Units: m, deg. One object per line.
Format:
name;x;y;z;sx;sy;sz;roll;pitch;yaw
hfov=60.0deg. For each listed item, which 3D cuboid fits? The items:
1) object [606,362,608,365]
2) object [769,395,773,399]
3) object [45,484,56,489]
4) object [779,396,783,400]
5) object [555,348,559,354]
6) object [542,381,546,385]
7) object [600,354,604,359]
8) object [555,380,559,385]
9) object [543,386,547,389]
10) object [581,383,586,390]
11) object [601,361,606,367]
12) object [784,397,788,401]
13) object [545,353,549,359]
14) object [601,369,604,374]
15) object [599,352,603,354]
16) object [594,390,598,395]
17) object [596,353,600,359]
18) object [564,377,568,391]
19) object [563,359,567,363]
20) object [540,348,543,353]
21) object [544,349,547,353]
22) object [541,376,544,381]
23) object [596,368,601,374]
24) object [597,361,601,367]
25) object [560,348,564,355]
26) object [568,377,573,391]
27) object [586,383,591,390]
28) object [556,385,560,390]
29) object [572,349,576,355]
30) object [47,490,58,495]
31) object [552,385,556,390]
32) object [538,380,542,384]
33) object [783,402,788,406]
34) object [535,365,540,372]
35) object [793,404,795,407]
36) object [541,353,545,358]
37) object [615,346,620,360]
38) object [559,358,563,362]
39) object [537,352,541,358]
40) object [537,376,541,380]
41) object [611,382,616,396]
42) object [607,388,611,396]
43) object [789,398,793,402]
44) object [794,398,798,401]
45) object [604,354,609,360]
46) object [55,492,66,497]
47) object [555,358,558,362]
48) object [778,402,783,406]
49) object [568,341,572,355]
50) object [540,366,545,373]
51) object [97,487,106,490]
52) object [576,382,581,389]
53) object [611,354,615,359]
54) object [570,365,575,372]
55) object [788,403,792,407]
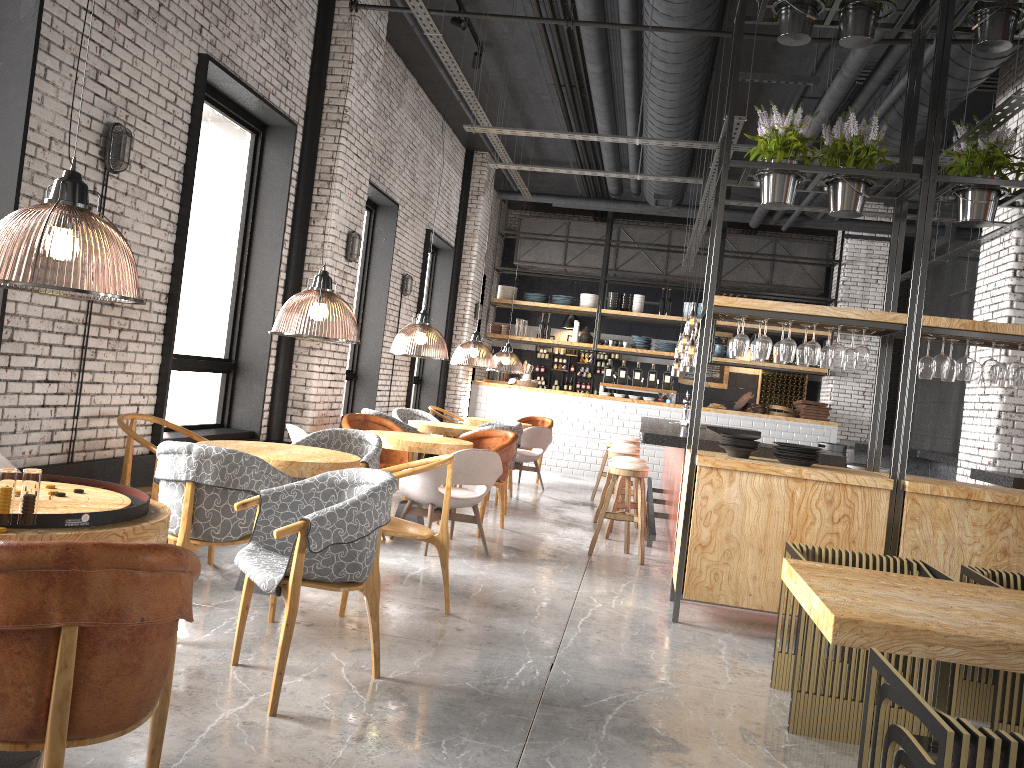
object;1.951;-0.390;18.024;0.076;0.111;0.076;7;-1;-26
object;5.105;0.263;17.434;0.079;0.079;0.280;6;0;9
object;-1.541;0.342;2.958;0.032;0.010;0.032;7;0;-31
object;5.290;0.285;17.405;0.079;0.079;0.280;6;0;9
object;0.923;-0.689;18.188;0.079;0.156;0.079;6;-1;39
object;0.655;-0.025;18.203;0.071;0.083;0.071;6;-1;34
object;1.841;-0.560;18.046;0.076;0.111;0.076;6;-1;29
object;0.914;-0.033;18.170;0.076;0.111;0.076;7;-1;4
object;0.675;0.102;18.225;0.090;0.101;0.111;7;0;-25
object;1.463;0.040;18.104;0.100;0.139;0.088;6;-1;9
object;1.862;-0.400;18.037;0.076;0.111;0.076;7;-1;-16
object;5.385;0.296;17.407;0.079;0.079;0.280;6;0;9
object;0.722;-0.575;18.216;0.076;0.111;0.076;7;-1;4
object;1.858;-0.254;18.054;0.081;0.113;0.071;6;-1;8
object;1.813;-0.675;18.055;0.076;0.111;0.076;7;-1;-16
object;1.705;0.170;18.041;0.076;0.111;0.076;7;-1;-26
object;1.760;-0.570;18.059;0.076;0.111;0.076;6;-1;19
object;1.110;-0.007;18.153;0.079;0.281;0.079;6;-1;17
object;1.088;-0.475;18.155;0.071;0.083;0.071;7;-1;-1
object;0.607;-0.686;18.235;0.071;0.083;0.071;7;-1;-1
object;0.688;-0.677;18.222;0.071;0.083;0.071;6;-1;34
object;0.626;-0.112;18.210;0.070;0.083;0.071;7;-1;-41
object;1.762;-0.265;18.068;0.081;0.113;0.071;6;-1;8
object;1.775;-0.410;18.051;0.076;0.111;0.076;6;-1;34
object;1.030;-0.677;18.172;0.079;0.156;0.079;7;-1;-6
object;1.204;0.004;18.139;0.079;0.281;0.079;7;-1;-23
object;1.565;0.051;18.089;0.100;0.139;0.088;6;-1;9
object;0.942;0.082;18.160;0.076;0.111;0.076;6;-1;14
object;1.284;-0.733;18.155;0.079;0.281;0.079;7;-1;-13
object;-1.476;0.349;2.851;0.032;0.010;0.032;7;0;-31
object;0.862;0.073;18.171;0.076;0.111;0.076;7;-1;-16
object;0.575;-0.034;18.216;0.071;0.083;0.071;7;-1;-1
object;5.371;0.400;17.389;0.079;0.079;0.280;6;0;9
object;0.527;-0.316;18.257;0.100;0.139;0.088;6;-1;9
object;5.559;0.421;17.376;0.079;0.079;0.280;6;0;9
object;0.641;-0.585;18.226;0.076;0.111;0.076;6;-1;29
object;2.154;-0.633;18.021;0.079;0.281;0.079;7;-1;2
object;1.003;-0.484;18.168;0.071;0.083;0.071;7;-1;-1
object;0.560;-0.594;18.239;0.076;0.111;0.076;6;-1;19
object;0.551;-0.121;18.227;0.071;0.083;0.071;6;-1;34
object;2.070;0.104;18.008;0.079;0.281;0.079;6;-1;12
object;1.981;0.093;18.018;0.079;0.281;0.079;6;-1;27
object;5.476;0.306;17.377;0.079;0.079;0.280;6;0;9
object;5.565;0.316;17.340;0.079;0.079;0.280;6;0;9
object;1.922;-0.551;18.035;0.076;0.111;0.076;7;-1;4
object;-1.444;0.353;2.833;0.032;0.010;0.032;7;0;-31
object;0.911;-0.495;18.182;0.071;0.083;0.071;6;-1;34
object;5.277;0.389;17.394;0.079;0.079;0.280;6;0;9
object;1.192;-0.743;18.169;0.079;0.281;0.079;6;-1;12
object;0.634;-0.304;18.240;0.100;0.139;0.088;6;-1;9
object;-1.432;0.366;3.089;0.032;0.010;0.032;7;0;-31
object;1.357;0.027;18.120;0.100;0.139;0.088;6;-1;9
object;2.061;-0.643;18.035;0.079;0.281;0.079;7;-1;-18
object;1.242;-0.315;18.150;0.100;0.139;0.088;6;-1;9
object;5.467;0.411;17.395;0.079;0.079;0.280;6;0;9
